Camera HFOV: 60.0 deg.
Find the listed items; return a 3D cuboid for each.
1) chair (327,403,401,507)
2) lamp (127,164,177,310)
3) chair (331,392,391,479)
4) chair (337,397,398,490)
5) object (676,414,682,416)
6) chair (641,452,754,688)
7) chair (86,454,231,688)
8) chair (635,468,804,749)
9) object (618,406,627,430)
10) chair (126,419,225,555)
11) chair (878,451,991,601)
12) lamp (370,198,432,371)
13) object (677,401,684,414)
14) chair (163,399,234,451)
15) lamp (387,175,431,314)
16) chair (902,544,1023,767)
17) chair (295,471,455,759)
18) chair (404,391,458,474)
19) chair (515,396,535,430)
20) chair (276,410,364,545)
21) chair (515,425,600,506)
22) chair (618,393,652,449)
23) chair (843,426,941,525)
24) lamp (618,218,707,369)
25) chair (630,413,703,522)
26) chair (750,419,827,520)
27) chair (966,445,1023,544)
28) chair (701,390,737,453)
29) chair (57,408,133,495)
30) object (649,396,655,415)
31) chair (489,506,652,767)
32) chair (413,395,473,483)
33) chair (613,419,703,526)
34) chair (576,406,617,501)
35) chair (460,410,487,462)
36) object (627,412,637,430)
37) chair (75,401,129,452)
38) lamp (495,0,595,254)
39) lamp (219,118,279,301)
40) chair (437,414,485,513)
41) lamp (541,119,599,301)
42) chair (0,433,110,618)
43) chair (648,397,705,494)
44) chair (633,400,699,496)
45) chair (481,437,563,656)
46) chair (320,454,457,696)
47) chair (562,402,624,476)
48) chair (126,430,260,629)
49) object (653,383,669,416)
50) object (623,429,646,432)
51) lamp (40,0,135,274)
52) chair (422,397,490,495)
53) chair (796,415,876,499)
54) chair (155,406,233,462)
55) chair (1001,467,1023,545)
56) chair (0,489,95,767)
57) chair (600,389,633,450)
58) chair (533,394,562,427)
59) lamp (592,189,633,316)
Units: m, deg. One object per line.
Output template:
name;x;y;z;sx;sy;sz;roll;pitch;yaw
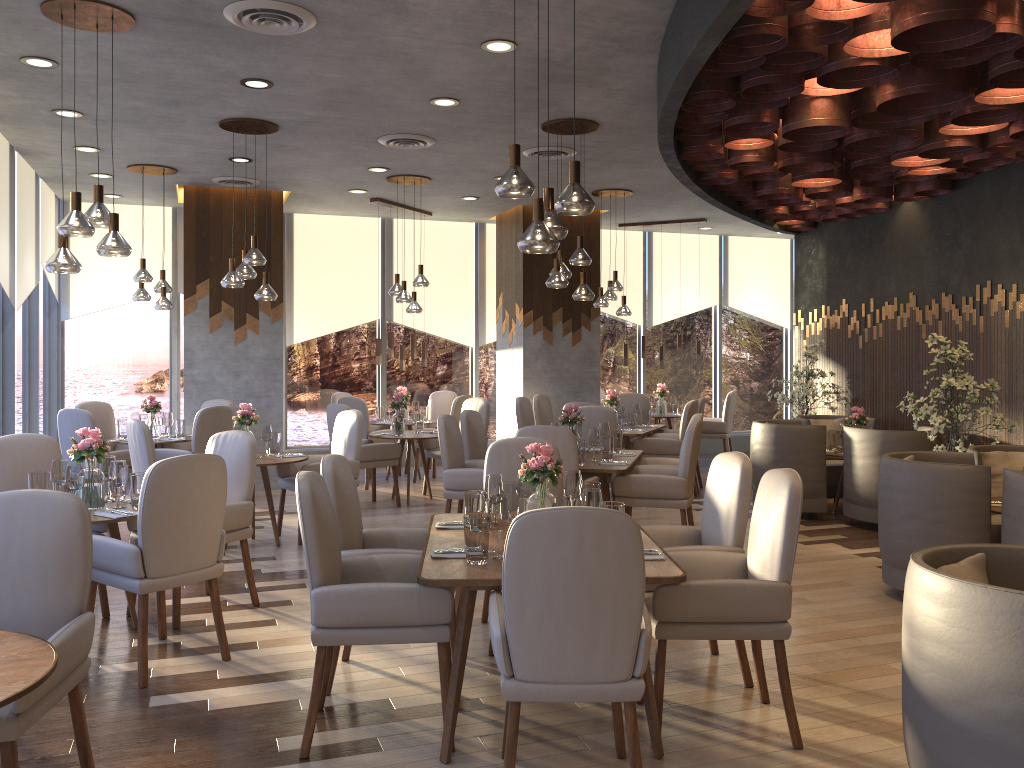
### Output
chair;-1.428;0.673;8.426;0.600;1.000;0.528;0;1;-43
lamp;-3.381;-1.357;8.336;0.439;1.326;0.439;0;0;38
chair;-1.832;0.601;10.643;0.600;1.000;0.528;0;0;24
chair;-1.618;0.627;9.830;0.528;1.000;0.600;0;1;30
object;2.219;0.398;11.535;0.255;0.019;0.157;1;2;19
chair;0.767;0.816;4.047;0.600;1.000;0.528;0;0;-7
chair;-1.674;0.812;4.177;0.600;1.000;0.528;0;1;36
chair;0.811;0.834;3.479;0.600;1.000;0.528;0;0;0
object;1.149;0.357;9.249;0.092;0.244;0.092;0;0;-24
chair;-2.445;0.739;6.397;0.600;1.000;0.528;0;1;-39
chair;2.516;0.854;5.313;0.595;0.837;0.774;0;1;20
lamp;-1.284;-1.123;10.408;0.118;1.931;1.161;0;0;26
object;2.224;0.313;11.701;0.102;0.178;0.102;0;1;-35
chair;-3.095;0.661;8.783;0.528;1.000;0.600;0;1;25
lamp;-1.026;-1.372;8.817;0.439;1.326;0.439;0;0;-12
chair;1.456;0.944;2.573;0.595;0.837;0.774;0;1;30
chair;-0.525;0.836;3.423;0.600;1.000;0.528;0;0;-5
chair;-0.977;0.591;10.951;0.528;1.000;0.600;0;1;28
chair;0.348;0.638;9.489;0.600;1.000;0.528;0;0;19
chair;-1.519;0.716;7.098;0.600;1.000;0.528;0;1;-38
chair;0.285;0.754;5.939;0.528;1.000;0.600;0;1;17
chair;1.356;0.613;10.281;0.528;1.000;0.600;0;1;19
chair;3.219;0.787;7.380;0.774;0.837;0.595;0;1;-5
lamp;1.970;-1.163;11.644;1.161;1.931;0.118;0;0;26
chair;1.172;0.724;6.863;0.600;1.000;0.528;0;0;9
chair;2.480;0.764;8.083;0.595;0.837;0.774;0;1;0
chair;3.317;0.840;5.765;0.774;0.837;0.595;0;1;10
chair;2.572;0.577;11.379;0.600;1.000;0.528;0;0;24
chair;-3.598;0.696;7.737;0.528;1.000;0.600;0;1;24
object;1.842;0.281;11.680;0.092;0.244;0.092;0;0;3
chair;0.186;0.853;2.906;0.528;1.000;0.600;0;0;0
chair;-0.761;0.618;10.110;0.600;1.000;0.528;0;0;27
chair;1.049;0.742;6.307;0.600;1.000;0.528;0;0;17
chair;0.662;0.701;7.565;0.528;1.000;0.600;0;1;11
chair;-0.102;0.713;7.188;0.600;1.000;0.528;0;0;17
object;1.256;0.389;9.273;0.102;0.178;0.102;0;1;-30
chair;-3.861;0.670;8.518;0.600;1.000;0.528;0;0;28
lamp;0.137;-1.207;3.751;0.439;1.326;0.439;0;0;19
lamp;-2.004;-1.305;6.757;0.439;1.326;0.439;0;0;-17
chair;-0.245;0.731;6.641;0.600;1.000;0.528;0;0;11
lamp;0.443;-1.306;6.768;0.439;1.326;0.439;0;0;-14
chair;-2.588;0.788;4.894;0.600;1.000;0.528;0;1;37
chair;1.773;0.637;9.536;0.600;1.000;0.528;0;0;17
chair;1.581;0.654;8.999;0.600;1.000;0.528;0;0;24
chair;0.083;0.799;4.574;0.528;1.000;0.600;0;0;-6
chair;-0.547;0.818;3.988;0.600;1.000;0.528;0;0;0
chair;0.776;0.663;8.731;0.528;1.000;0.600;0;1;24
chair;-1.791;0.784;5.036;0.528;1.000;0.600;0;1;34
object;1.952;0.200;11.557;0.198;0.416;0.210;0;0;-42
object;1.236;0.474;9.108;0.255;0.019;0.157;1;2;24
lamp;-2.171;-1.233;4.546;0.439;1.326;0.439;0;0;-26
chair;-0.559;0.648;9.196;0.600;1.000;0.528;0;1;-42
chair;3.120;0.742;8.757;0.774;0.837;0.595;0;1;-10
chair;-2.847;0.688;7.953;0.600;1.000;0.528;0;0;27
chair;2.950;0.881;4.488;0.774;0.837;0.595;0;1;15
chair;-1.581;0.860;2.676;0.528;1.000;0.600;0;0;-5
chair;1.403;0.559;11.913;0.600;1.000;0.528;0;0;23
chair;0.559;0.621;10.014;0.600;1.000;0.528;0;0;24
lamp;1.078;-1.396;9.541;0.439;1.326;0.439;0;0;-34
